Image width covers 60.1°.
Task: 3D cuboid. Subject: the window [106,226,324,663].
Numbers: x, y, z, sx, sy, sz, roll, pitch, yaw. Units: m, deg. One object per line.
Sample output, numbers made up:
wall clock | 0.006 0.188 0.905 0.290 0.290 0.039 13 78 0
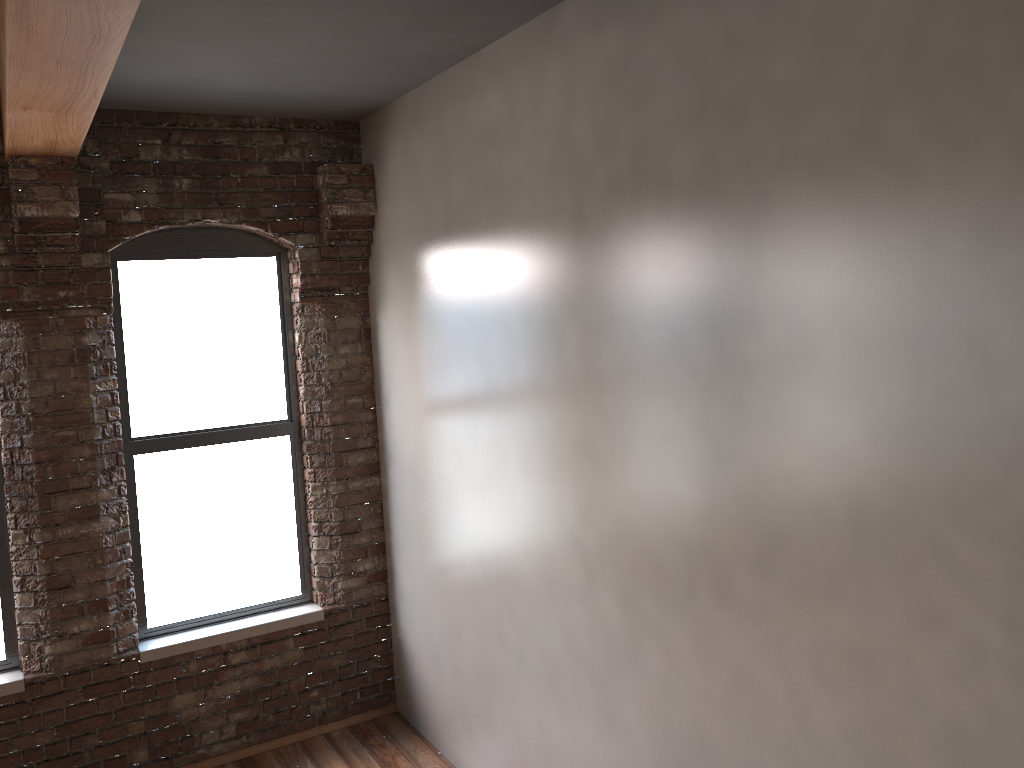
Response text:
window | -1.582 0.253 4.744 0.970 2.210 0.235 -5 3 -30

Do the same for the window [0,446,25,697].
window | -2.853 0.398 4.020 0.970 2.210 0.235 -5 3 -30
